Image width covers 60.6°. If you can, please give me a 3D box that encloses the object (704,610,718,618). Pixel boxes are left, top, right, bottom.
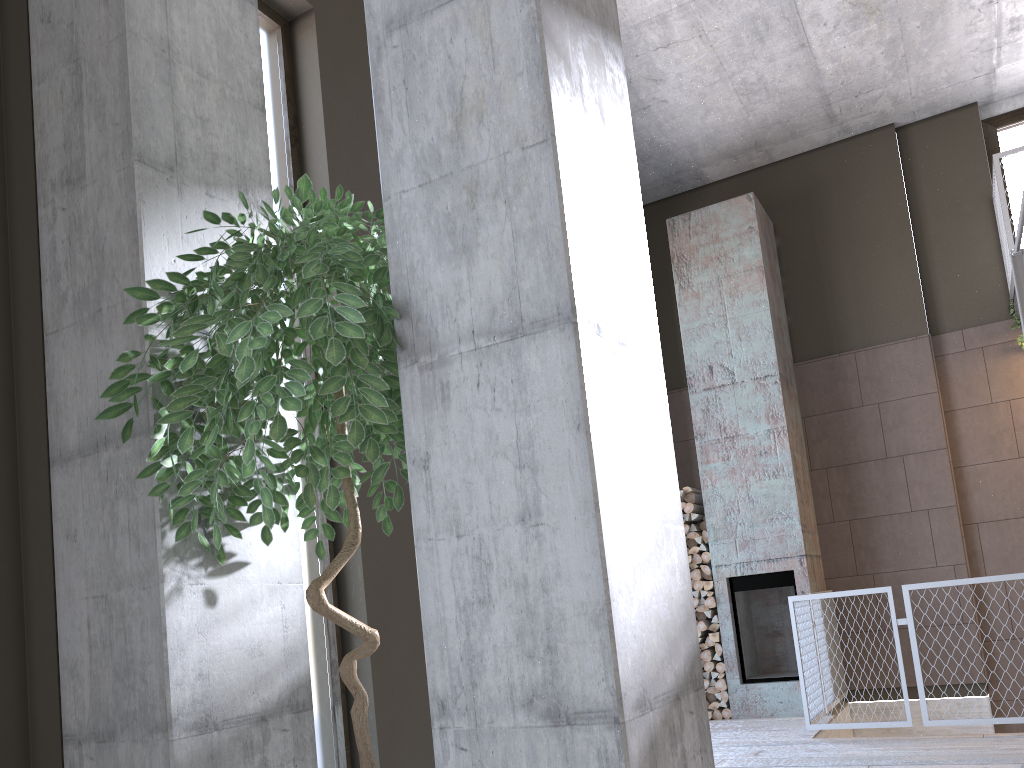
[{"bbox_3d":[1.815,2.075,7.899,0.067,0.083,0.432,-11,-15,24],"label":"object"}]

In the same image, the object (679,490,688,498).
[{"bbox_3d":[1.596,1.029,8.058,0.066,0.071,0.365,-11,-15,24],"label":"object"}]

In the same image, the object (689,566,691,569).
[{"bbox_3d":[1.580,1.697,8.002,0.094,0.081,0.487,-12,-15,25],"label":"object"}]

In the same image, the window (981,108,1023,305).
[{"bbox_3d":[5.845,-1.867,6.923,3.610,1.712,0.111,-13,-9,27],"label":"window"}]

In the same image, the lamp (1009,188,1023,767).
[{"bbox_3d":[2.553,0.066,3.705,0.760,3.349,2.676,-8,-10,14],"label":"lamp"}]

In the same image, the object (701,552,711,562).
[{"bbox_3d":[1.819,1.568,7.945,0.092,0.090,0.444,-11,-15,25],"label":"object"}]

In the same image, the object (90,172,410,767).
[{"bbox_3d":[-0.459,0.398,2.108,0.998,1.824,0.990,-5,-9,-6],"label":"object"}]

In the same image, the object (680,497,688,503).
[{"bbox_3d":[1.521,1.083,8.006,0.105,0.100,0.296,-11,-15,25],"label":"object"}]

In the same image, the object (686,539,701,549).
[{"bbox_3d":[1.702,1.479,8.076,0.105,0.100,0.296,-11,-15,25],"label":"object"}]

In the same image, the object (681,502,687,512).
[{"bbox_3d":[1.591,1.135,8.004,0.105,0.082,0.368,-12,-15,25],"label":"object"}]

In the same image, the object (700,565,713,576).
[{"bbox_3d":[1.792,1.680,7.897,0.089,0.106,0.370,-11,-15,26],"label":"object"}]

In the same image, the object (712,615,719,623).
[{"bbox_3d":[1.867,2.093,7.870,0.067,0.083,0.432,-11,-15,24],"label":"object"}]

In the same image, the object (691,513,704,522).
[{"bbox_3d":[1.720,1.211,7.966,0.067,0.066,0.429,-11,-15,25],"label":"object"}]

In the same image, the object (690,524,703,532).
[{"bbox_3d":[1.712,1.319,8.016,0.068,0.069,0.429,-11,-15,25],"label":"object"}]

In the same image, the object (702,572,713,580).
[{"bbox_3d":[1.810,1.743,7.963,0.102,0.084,0.368,-12,-15,25],"label":"object"}]

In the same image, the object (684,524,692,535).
[{"bbox_3d":[1.638,1.339,8.021,0.092,0.087,0.462,-11,-15,24],"label":"object"}]

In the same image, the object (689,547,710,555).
[{"bbox_3d":[1.726,1.530,8.009,0.116,0.077,0.441,-12,-16,25],"label":"object"}]

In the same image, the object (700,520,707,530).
[{"bbox_3d":[1.812,1.304,8.034,0.101,0.100,0.297,-12,-15,27],"label":"object"}]

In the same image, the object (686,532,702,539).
[{"bbox_3d":[1.702,1.379,7.987,0.123,0.066,0.368,-13,-16,27],"label":"object"}]

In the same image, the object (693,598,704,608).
[{"bbox_3d":[1.707,1.975,7.948,0.092,0.087,0.462,-11,-15,24],"label":"object"}]

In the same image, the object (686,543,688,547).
[{"bbox_3d":[1.536,1.454,8.013,0.099,0.104,0.298,-12,-15,27],"label":"object"}]

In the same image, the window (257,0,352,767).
[{"bbox_3d":[-0.906,0.121,4.303,0.211,4.068,9.346,-9,-14,25],"label":"window"}]

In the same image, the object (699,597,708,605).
[{"bbox_3d":[1.781,1.956,7.942,0.068,0.069,0.429,-11,-15,25],"label":"object"}]

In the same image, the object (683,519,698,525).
[{"bbox_3d":[1.604,1.284,8.040,0.116,0.077,0.441,-12,-16,25],"label":"object"}]

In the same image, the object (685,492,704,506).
[{"bbox_3d":[1.682,1.064,8.073,0.100,0.105,0.298,-12,-15,27],"label":"object"}]

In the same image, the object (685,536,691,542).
[{"bbox_3d":[1.617,1.415,8.036,0.065,0.072,0.365,-11,-15,25],"label":"object"}]

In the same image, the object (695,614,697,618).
[{"bbox_3d":[1.605,2.091,7.939,0.099,0.104,0.298,-12,-15,27],"label":"object"}]

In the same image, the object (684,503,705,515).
[{"bbox_3d":[1.673,1.142,7.989,0.094,0.091,0.444,-11,-15,25],"label":"object"}]

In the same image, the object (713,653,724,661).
[{"bbox_3d":[1.884,2.425,7.850,0.072,0.071,0.429,-11,-15,25],"label":"object"}]

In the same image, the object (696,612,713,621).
[{"bbox_3d":[1.771,2.116,8.002,0.105,0.100,0.296,-11,-15,25],"label":"object"}]

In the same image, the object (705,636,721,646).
[{"bbox_3d":[1.842,2.300,7.896,0.092,0.087,0.462,-11,-15,25],"label":"object"}]

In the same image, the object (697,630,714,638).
[{"bbox_3d":[1.733,2.247,7.936,0.094,0.081,0.487,-12,-15,25],"label":"object"}]

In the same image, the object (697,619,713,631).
[{"bbox_3d":[1.774,2.167,7.897,0.092,0.087,0.461,-12,-15,27],"label":"object"}]

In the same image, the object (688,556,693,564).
[{"bbox_3d":[1.664,1.610,8.010,0.094,0.081,0.487,-12,-15,25],"label":"object"}]

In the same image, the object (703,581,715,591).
[{"bbox_3d":[1.833,1.812,7.906,0.094,0.081,0.487,-12,-15,25],"label":"object"}]

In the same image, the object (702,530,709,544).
[{"bbox_3d":[1.804,1.388,7.952,0.064,0.123,0.369,-10,-14,25],"label":"object"}]

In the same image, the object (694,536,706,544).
[{"bbox_3d":[1.746,1.438,7.973,0.067,0.083,0.432,-11,-15,24],"label":"object"}]

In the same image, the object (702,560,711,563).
[{"bbox_3d":[1.802,1.568,7.913,0.102,0.100,0.296,-12,-15,27],"label":"object"}]

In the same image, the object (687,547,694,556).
[{"bbox_3d":[1.641,1.542,8.066,0.102,0.084,0.368,-12,-15,25],"label":"object"}]

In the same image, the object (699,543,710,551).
[{"bbox_3d":[1.782,1.486,7.959,0.072,0.071,0.429,-11,-15,25],"label":"object"}]

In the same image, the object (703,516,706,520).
[{"bbox_3d":[1.814,1.229,8.038,0.065,0.047,0.254,-12,-16,27],"label":"object"}]

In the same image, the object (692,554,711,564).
[{"bbox_3d":[1.746,1.595,7.988,0.092,0.087,0.462,-11,-15,25],"label":"object"}]

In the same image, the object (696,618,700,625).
[{"bbox_3d":[1.710,2.178,7.993,0.102,0.084,0.368,-12,-15,25],"label":"object"}]

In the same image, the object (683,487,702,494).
[{"bbox_3d":[1.658,0.984,8.056,0.088,0.054,0.337,-12,-16,25],"label":"object"}]

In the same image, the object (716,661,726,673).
[{"bbox_3d":[1.922,2.513,7.835,0.092,0.090,0.444,-11,-15,25],"label":"object"}]

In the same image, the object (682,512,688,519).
[{"bbox_3d":[1.584,1.233,8.042,0.095,0.081,0.487,-12,-15,25],"label":"object"}]
